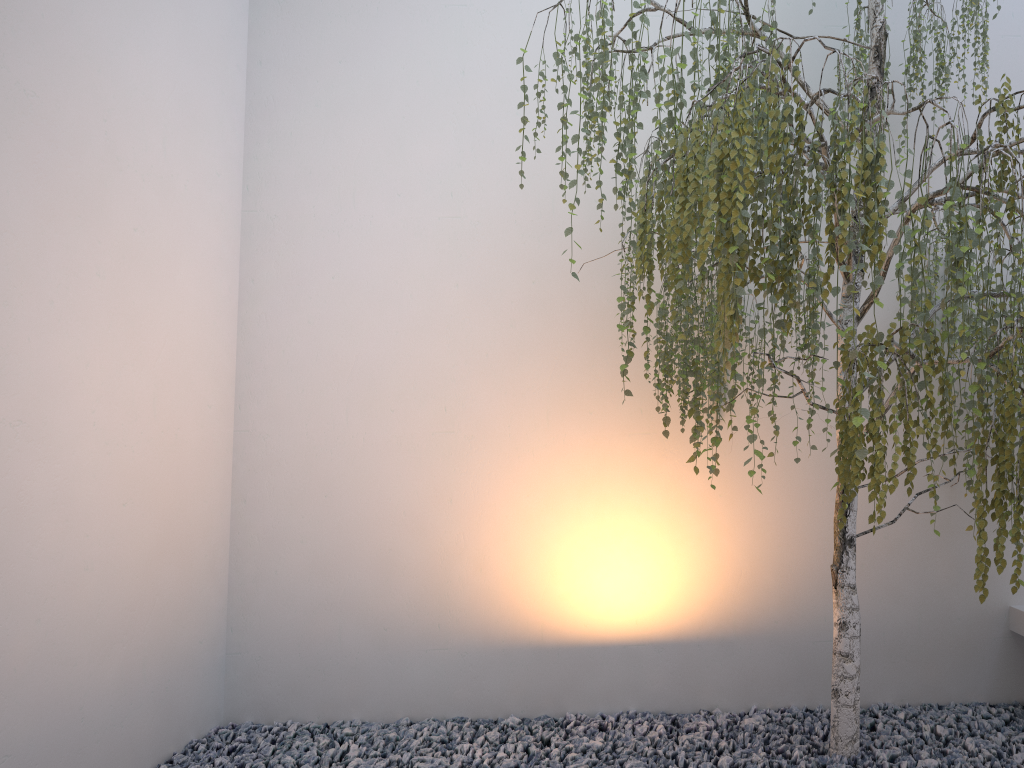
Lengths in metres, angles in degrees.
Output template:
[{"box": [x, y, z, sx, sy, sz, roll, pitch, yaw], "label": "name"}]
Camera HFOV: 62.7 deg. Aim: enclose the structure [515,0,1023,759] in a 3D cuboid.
[{"box": [1.215, -0.679, 2.766, 2.497, 3.984, 1.725, 1, -2, -4], "label": "structure"}]
